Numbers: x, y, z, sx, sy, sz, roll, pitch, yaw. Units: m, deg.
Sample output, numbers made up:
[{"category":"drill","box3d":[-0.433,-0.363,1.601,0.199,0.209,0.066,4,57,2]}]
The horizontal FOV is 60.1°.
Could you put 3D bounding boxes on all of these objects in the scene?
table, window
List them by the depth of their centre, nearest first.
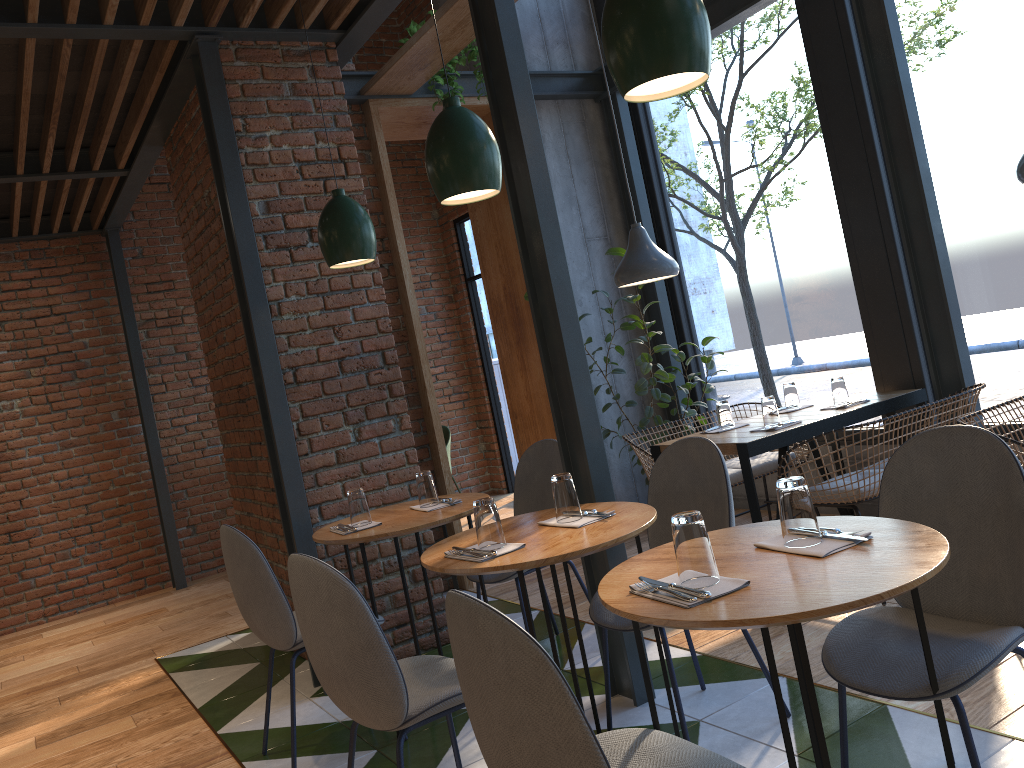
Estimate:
[{"category":"table","box3d":[0.595,0.732,1.824,0.701,0.747,0.697,-11,0,-20]},{"category":"window","box3d":[2.885,-2.634,2.554,0.128,5.603,8.683,-11,0,-30]},{"category":"table","box3d":[0.150,0.800,2.589,0.698,0.747,0.700,-11,0,12]},{"category":"table","box3d":[-0.356,0.878,3.459,0.697,0.747,0.701,-11,0,16]},{"category":"table","box3d":[1.449,0.509,4.408,1.276,0.706,0.655,-12,0,-31]},{"category":"window","box3d":[0.264,-0.360,7.684,0.097,2.702,2.126,-11,0,-30]}]

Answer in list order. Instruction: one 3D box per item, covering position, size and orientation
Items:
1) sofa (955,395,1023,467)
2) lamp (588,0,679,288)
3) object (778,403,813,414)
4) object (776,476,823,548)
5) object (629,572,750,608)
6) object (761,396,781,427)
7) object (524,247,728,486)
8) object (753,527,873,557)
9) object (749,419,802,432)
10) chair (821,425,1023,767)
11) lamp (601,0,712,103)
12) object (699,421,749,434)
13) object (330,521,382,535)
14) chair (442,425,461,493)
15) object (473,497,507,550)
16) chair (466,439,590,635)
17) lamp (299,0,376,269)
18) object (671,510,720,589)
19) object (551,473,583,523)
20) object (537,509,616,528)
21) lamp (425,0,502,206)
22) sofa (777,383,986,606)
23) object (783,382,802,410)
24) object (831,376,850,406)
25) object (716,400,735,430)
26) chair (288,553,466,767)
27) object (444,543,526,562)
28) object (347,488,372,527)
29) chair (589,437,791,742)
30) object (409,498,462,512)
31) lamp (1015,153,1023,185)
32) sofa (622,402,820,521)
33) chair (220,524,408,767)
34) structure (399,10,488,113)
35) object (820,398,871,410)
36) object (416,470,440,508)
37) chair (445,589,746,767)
[{"category":"sofa","box3d":[2.139,0.389,3.218,1.096,0.733,0.468,-12,0,-31]},{"category":"lamp","box3d":[0.279,-2.748,4.764,0.354,4.494,0.351,-11,-1,-26]},{"category":"object","box3d":[1.476,0.126,4.680,0.243,0.019,0.157,-12,2,-30]},{"category":"object","box3d":[0.605,0.270,1.883,0.080,0.138,0.080,-12,-1,38]},{"category":"object","box3d":[0.340,0.394,1.753,0.158,0.019,0.242,-12,2,-25]},{"category":"object","box3d":[1.209,0.127,4.150,0.080,0.138,0.080,-12,-1,19]},{"category":"object","box3d":[0.772,0.064,5.601,1.013,1.774,1.067,-12,-1,28]},{"category":"object","box3d":[0.644,0.330,1.881,0.158,0.019,0.242,-12,2,-25]},{"category":"object","box3d":[1.217,0.194,4.117,0.244,0.019,0.157,-12,2,-34]},{"category":"chair","box3d":[0.973,0.578,2.032,0.509,0.888,0.416,-11,-1,-30]},{"category":"lamp","box3d":[0.123,-1.610,1.873,0.224,2.023,0.223,-11,-1,-27]},{"category":"object","box3d":[1.069,0.215,4.432,0.243,0.019,0.157,-12,2,-27]},{"category":"object","box3d":[-0.602,0.539,3.381,0.158,0.019,0.242,-12,2,-27]},{"category":"chair","box3d":[-0.774,0.809,7.695,0.636,0.819,0.516,-11,0,18]},{"category":"object","box3d":[-0.067,0.389,2.475,0.080,0.138,0.080,-11,0,9]},{"category":"chair","box3d":[0.060,0.716,3.720,0.510,0.888,0.416,-11,-1,-34]},{"category":"lamp","box3d":[-0.828,-1.464,3.507,0.224,2.023,0.223,-11,-1,-27]},{"category":"object","box3d":[0.356,0.324,1.745,0.080,0.138,0.080,-12,-1,28]},{"category":"object","box3d":[0.159,0.339,2.648,0.080,0.138,0.080,-11,-1,-21]},{"category":"object","box3d":[0.198,0.398,2.650,0.158,0.019,0.241,-12,2,-34]},{"category":"lamp","box3d":[-0.322,-1.542,2.638,0.224,2.023,0.223,-11,-1,-27]},{"category":"sofa","box3d":[1.725,0.453,3.929,1.096,0.733,0.468,-12,0,-31]},{"category":"object","box3d":[1.468,0.061,4.657,0.080,0.138,0.080,-12,-1,33]},{"category":"object","box3d":[1.636,0.034,4.424,0.080,0.138,0.080,-12,-1,42]},{"category":"object","box3d":[1.056,0.151,4.407,0.080,0.138,0.080,-11,0,-14]},{"category":"chair","box3d":[-0.264,0.819,2.352,0.510,0.888,0.416,-11,-1,-34]},{"category":"object","box3d":[-0.085,0.460,2.478,0.158,0.019,0.241,-12,2,-34]},{"category":"object","box3d":[-0.585,0.469,3.374,0.080,0.138,0.080,-11,0,6]},{"category":"chair","box3d":[0.498,0.653,2.809,0.509,0.888,0.416,-11,-1,-30]},{"category":"object","box3d":[-0.301,0.475,3.517,0.158,0.019,0.242,-12,2,-27]},{"category":"lamp","box3d":[1.599,-2.973,3.272,0.353,4.494,0.352,-11,-1,-15]},{"category":"sofa","box3d":[1.161,0.540,4.898,1.096,0.733,0.468,-12,0,-31]},{"category":"chair","box3d":[-0.732,0.889,3.244,0.509,0.888,0.416,-11,-1,-30]},{"category":"structure","box3d":[-0.321,-1.690,5.149,0.515,0.969,0.661,-11,-1,-38]},{"category":"object","box3d":[1.643,0.101,4.392,0.243,0.019,0.157,-12,2,-31]},{"category":"object","box3d":[-0.340,0.415,3.518,0.080,0.138,0.080,-11,-1,-44]},{"category":"chair","box3d":[0.205,0.745,1.602,0.509,0.888,0.416,-11,-1,-25]}]
